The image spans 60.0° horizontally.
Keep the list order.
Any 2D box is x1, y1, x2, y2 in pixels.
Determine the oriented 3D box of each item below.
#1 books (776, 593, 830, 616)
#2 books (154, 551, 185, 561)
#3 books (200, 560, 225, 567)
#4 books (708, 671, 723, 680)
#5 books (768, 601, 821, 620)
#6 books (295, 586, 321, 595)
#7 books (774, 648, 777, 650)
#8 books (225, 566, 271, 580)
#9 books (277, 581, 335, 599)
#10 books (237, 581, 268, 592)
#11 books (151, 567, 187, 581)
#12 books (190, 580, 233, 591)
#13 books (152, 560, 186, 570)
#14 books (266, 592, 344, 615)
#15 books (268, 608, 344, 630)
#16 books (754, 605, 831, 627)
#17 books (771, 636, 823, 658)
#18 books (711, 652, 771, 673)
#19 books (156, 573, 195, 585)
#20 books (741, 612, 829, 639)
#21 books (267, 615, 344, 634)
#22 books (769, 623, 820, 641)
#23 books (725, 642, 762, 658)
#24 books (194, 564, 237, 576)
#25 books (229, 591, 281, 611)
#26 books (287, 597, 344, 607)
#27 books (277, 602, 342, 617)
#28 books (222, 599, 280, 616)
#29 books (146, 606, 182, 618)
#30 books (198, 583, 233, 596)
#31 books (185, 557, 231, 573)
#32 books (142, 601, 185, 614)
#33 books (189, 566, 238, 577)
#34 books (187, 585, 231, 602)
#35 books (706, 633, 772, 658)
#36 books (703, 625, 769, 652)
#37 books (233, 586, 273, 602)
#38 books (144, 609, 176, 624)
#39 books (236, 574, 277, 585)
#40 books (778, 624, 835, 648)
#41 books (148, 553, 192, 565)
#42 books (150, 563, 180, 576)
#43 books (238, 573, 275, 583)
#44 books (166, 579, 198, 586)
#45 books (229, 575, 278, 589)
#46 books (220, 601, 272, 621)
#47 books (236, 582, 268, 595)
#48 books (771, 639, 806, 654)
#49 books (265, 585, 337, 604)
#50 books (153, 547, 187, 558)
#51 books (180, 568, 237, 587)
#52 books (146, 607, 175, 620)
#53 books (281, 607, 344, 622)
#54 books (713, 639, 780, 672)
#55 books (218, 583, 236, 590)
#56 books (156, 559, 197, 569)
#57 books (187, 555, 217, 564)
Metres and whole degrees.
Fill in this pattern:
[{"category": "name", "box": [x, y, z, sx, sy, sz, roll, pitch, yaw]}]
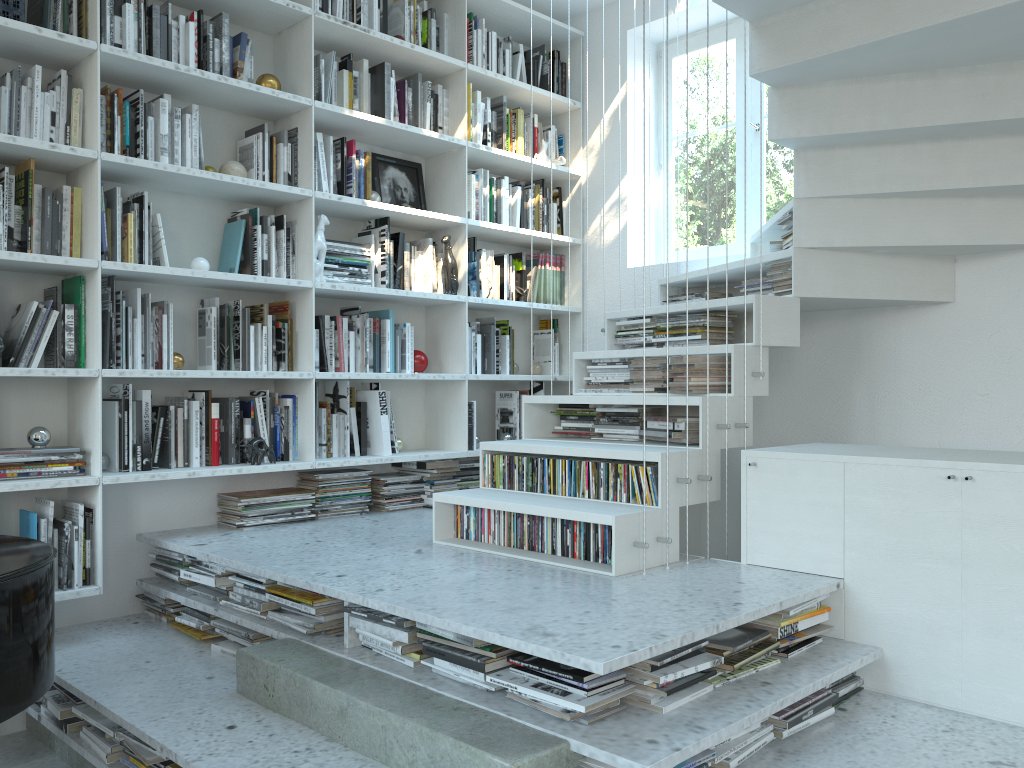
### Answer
[{"category": "books", "box": [0.765, 0.613, 2.533, 0.181, 0.013, 0.285, 0, 0, 40]}, {"category": "books", "box": [-1.234, 0.644, 3.386, 0.234, 0.008, 0.167, 0, 0, 44]}, {"category": "books", "box": [-1.026, 0.624, 3.183, 0.285, 0.007, 0.159, 0, 0, 44]}, {"category": "books", "box": [0.534, 0.724, 2.342, 0.133, 0.014, 0.293, 0, 0, 42]}, {"category": "books", "box": [0.757, 0.631, 2.541, 0.192, 0.024, 0.167, 0, 0, -40]}, {"category": "books", "box": [-0.605, 0.611, 2.767, 0.139, 0.028, 0.261, 0, 0, -40]}, {"category": "books", "box": [0.747, 0.716, 2.552, 0.132, 0.016, 0.262, 0, 0, 40]}, {"category": "books", "box": [-0.817, 0.618, 2.961, 0.243, 0.015, 0.165, 0, 0, 40]}, {"category": "books", "box": [-0.597, 0.632, 2.775, 0.296, 0.013, 0.128, 0, 0, 43]}, {"category": "books", "box": [-0.807, 0.662, 2.972, 0.144, 0.013, 0.220, 0, 0, -42]}, {"category": "books", "box": [-1.240, 0.711, 3.381, 0.175, 0.017, 0.265, 0, 0, -42]}, {"category": "books", "box": [-1.026, 0.707, 3.183, 0.259, 0.009, 0.152, 0, 0, 42]}, {"category": "books", "box": [-1.233, 0.686, 3.388, 0.287, 0.009, 0.156, 0, 0, 43]}, {"category": "books", "box": [-0.613, 0.668, 2.759, 0.179, 0.017, 0.293, 0, 0, -44]}, {"category": "books", "box": [-0.614, 0.718, 2.759, 0.247, 0.014, 0.178, 0, 0, 43]}, {"category": "books", "box": [0.762, 0.649, 2.536, 0.261, 0.012, 0.179, 0, 0, -41]}, {"category": "books", "box": [0.758, 0.738, 2.541, 0.177, 0.011, 0.220, 0, 0, 43]}, {"category": "books", "box": [0.546, 0.709, 2.330, 0.214, 0.015, 0.177, 0, 0, -44]}, {"category": "books", "box": [-1.234, 0.728, 3.387, 0.163, 0.017, 0.232, 0, 0, -43]}, {"category": "books", "box": [0.757, 0.671, 2.541, 0.284, 0.030, 0.177, 0, 0, -44]}, {"category": "books", "box": [-0.618, 0.730, 2.754, 0.182, 0.011, 0.253, 0, 0, -41]}, {"category": "books", "box": [0.751, 0.693, 2.548, 0.160, 0.014, 0.268, 0, 0, 44]}, {"category": "books", "box": [0.541, 0.682, 2.335, 0.179, 0.010, 0.160, 0, 0, -43]}, {"category": "books", "box": [-1.026, 0.651, 3.183, 0.143, 0.012, 0.264, 0, 0, -40]}, {"category": "books", "box": [-0.816, 0.712, 2.964, 0.164, 0.023, 0.242, 0, 0, -41]}, {"category": "books", "box": [-0.611, 0.653, 2.761, 0.161, 0.012, 0.254, 0, 0, -41]}, {"category": "books", "box": [-0.607, 0.685, 2.766, 0.203, 0.018, 0.159, 0, 0, 43]}, {"category": "books", "box": [-0.822, 0.729, 2.957, 0.235, 0.012, 0.190, 0, 0, 43]}, {"category": "books", "box": [-1.276, 0.853, 3.394, 0.292, 0.014, 0.147, 0, 0, 45]}, {"category": "books", "box": [-1.017, 0.722, 3.193, 0.131, 0.021, 0.240, 0, 0, -43]}, {"category": "books", "box": [-1.027, 0.636, 3.182, 0.289, 0.018, 0.163, 0, 0, 44]}, {"category": "books", "box": [-1.284, 0.840, 3.386, 0.215, 0.012, 0.170, 0, 0, 45]}, {"category": "books", "box": [-1.031, 0.661, 3.178, 0.171, 0.007, 0.206, 0, 0, -43]}, {"category": "books", "box": [-1.030, 0.741, 3.180, 0.233, 0.017, 0.173, 0, 0, 44]}, {"category": "books", "box": [0.544, 0.671, 2.332, 0.172, 0.013, 0.245, 0, 0, 44]}, {"category": "books", "box": [0.549, 0.659, 2.327, 0.173, 0.011, 0.203, 0, 0, 40]}, {"category": "books", "box": [-0.808, 0.691, 2.971, 0.221, 0.018, 0.154, 0, 0, 44]}, {"category": "books", "box": [-1.283, 0.875, 3.388, 0.187, 0.019, 0.163, 0, 0, 44]}, {"category": "books", "box": [-0.808, 0.643, 2.970, 0.179, 0.010, 0.160, 0, 0, 45]}, {"category": "books", "box": [0.765, 0.704, 2.534, 0.281, 0.008, 0.181, 0, 0, -40]}, {"category": "books", "box": [-1.242, 0.655, 3.379, 0.253, 0.015, 0.171, 0, 0, 40]}, {"category": "books", "box": [-1.237, 0.696, 3.384, 0.261, 0.012, 0.179, 0, 0, 45]}, {"category": "books", "box": [-0.808, 0.632, 2.970, 0.149, 0.013, 0.220, 0, 0, -42]}, {"category": "books", "box": [-1.224, 0.743, 3.397, 0.181, 0.014, 0.134, 0, 0, 42]}, {"category": "books", "box": [-0.812, 0.652, 2.966, 0.234, 0.008, 0.167, 0, 0, 44]}, {"category": "books", "box": [-0.818, 0.741, 2.961, 0.296, 0.012, 0.183, 0, 0, 44]}, {"category": "books", "box": [-0.805, 0.676, 2.974, 0.215, 0.013, 0.150, 0, 0, 45]}, {"category": "books", "box": [0.751, 0.728, 2.548, 0.152, 0.009, 0.259, 0, 0, 42]}, {"category": "books", "box": [-0.616, 0.643, 2.756, 0.261, 0.009, 0.187, 0, 0, 44]}, {"category": "books", "box": [-1.235, 0.634, 3.386, 0.246, 0.011, 0.159, 0, 0, 42]}, {"category": "books", "box": [-1.039, 0.679, 3.171, 0.237, 0.030, 0.189, 0, 0, 42]}, {"category": "books", "box": [-1.283, 0.863, 3.388, 0.144, 0.005, 0.257, 0, 0, -40]}, {"category": "books", "box": [-0.598, 0.702, 2.774, 0.237, 0.017, 0.138, 0, 0, 44]}, {"category": "books", "box": [0.556, 0.694, 2.320, 0.187, 0.014, 0.273, 0, 0, 40]}, {"category": "books", "box": [-1.029, 0.698, 3.181, 0.295, 0.008, 0.163, 0, 0, 43]}, {"category": "books", "box": [-1.227, 0.678, 3.394, 0.298, 0.008, 0.145, 0, 0, 44]}, {"category": "books", "box": [-1.034, 0.610, 3.175, 0.193, 0.020, 0.171, 0, 0, 40]}]
